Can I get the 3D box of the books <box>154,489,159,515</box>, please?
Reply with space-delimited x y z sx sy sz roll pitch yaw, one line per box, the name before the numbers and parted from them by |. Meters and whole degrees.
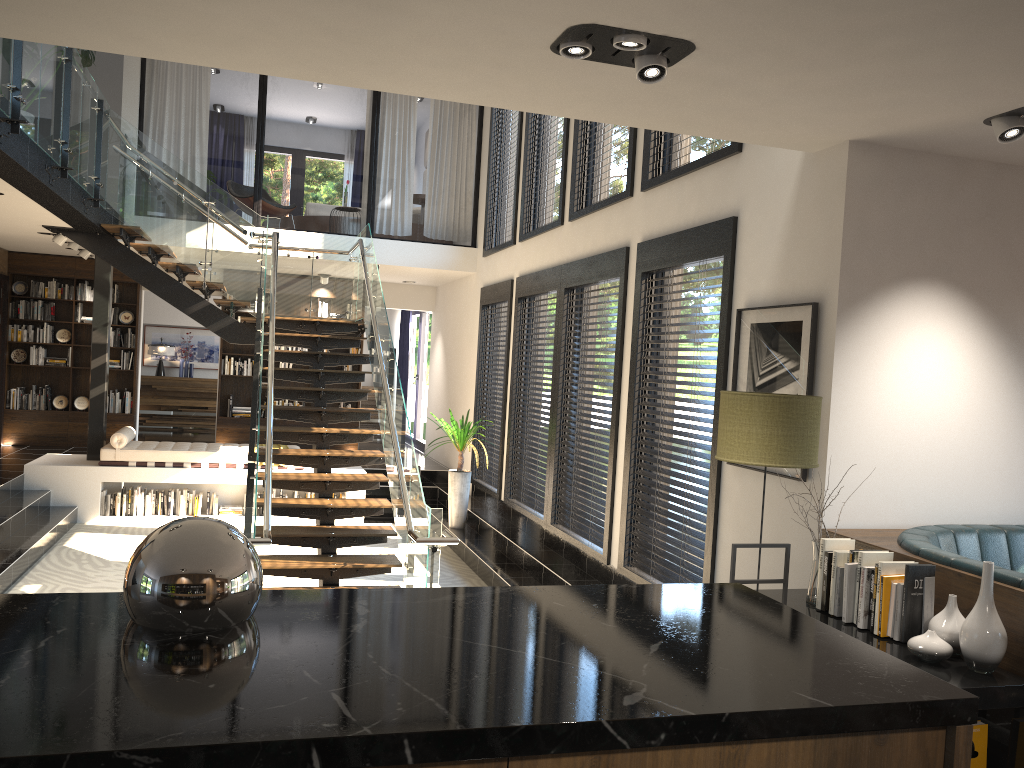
books | -4.187 1.388 10.452 0.025 0.285 0.137 3 2 -16

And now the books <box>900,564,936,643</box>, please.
books | 1.605 0.868 3.512 0.131 0.307 0.022 3 2 -16

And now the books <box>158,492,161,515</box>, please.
books | -4.135 1.403 10.435 0.019 0.261 0.182 3 2 -16

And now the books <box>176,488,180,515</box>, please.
books | -3.958 1.388 10.497 0.023 0.308 0.126 3 2 -16

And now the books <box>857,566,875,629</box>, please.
books | 1.533 0.886 3.689 0.194 0.255 0.034 3 2 -16

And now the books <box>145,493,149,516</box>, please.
books | -4.254 1.408 10.349 0.029 0.240 0.165 3 2 -16

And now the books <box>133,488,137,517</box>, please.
books | -4.364 1.368 10.287 0.028 0.309 0.211 3 2 -16

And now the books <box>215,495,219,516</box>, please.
books | -3.538 1.455 10.621 0.030 0.218 0.185 3 2 -16

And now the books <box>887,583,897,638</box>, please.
books | 1.580 0.908 3.558 0.145 0.221 0.026 3 2 -16

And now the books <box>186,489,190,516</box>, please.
books | -3.839 1.402 10.516 0.023 0.293 0.157 3 2 -16

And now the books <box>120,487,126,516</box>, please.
books | -4.509 1.358 10.280 0.029 0.314 0.163 3 2 -16

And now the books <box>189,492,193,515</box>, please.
books | -3.817 1.424 10.540 0.034 0.252 0.151 3 2 -16

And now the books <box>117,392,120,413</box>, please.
books | -5.690 0.266 12.833 0.011 0.300 0.153 3 2 -16

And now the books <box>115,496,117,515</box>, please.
books | -4.569 1.399 10.268 0.020 0.225 0.156 3 2 -16

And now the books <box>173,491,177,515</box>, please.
books | -3.984 1.406 10.492 0.029 0.271 0.128 3 2 -16

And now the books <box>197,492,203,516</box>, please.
books | -3.708 1.427 10.545 0.050 0.258 0.215 3 2 -16

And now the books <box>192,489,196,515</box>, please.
books | -3.786 1.404 10.559 0.036 0.294 0.128 3 2 -16

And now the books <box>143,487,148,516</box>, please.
books | -4.277 1.370 10.343 0.021 0.313 0.139 3 2 -16

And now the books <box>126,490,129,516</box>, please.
books | -4.456 1.378 10.293 0.028 0.279 0.120 3 2 -16

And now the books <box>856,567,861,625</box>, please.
books | 1.518 0.889 3.714 0.149 0.246 0.023 3 2 -16

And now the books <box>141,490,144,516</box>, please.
books | -4.297 1.384 10.328 0.025 0.283 0.149 3 2 -16

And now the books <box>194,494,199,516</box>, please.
books | -3.744 1.438 10.527 0.028 0.233 0.205 3 2 -16

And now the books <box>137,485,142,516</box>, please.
books | -4.332 1.355 10.317 0.051 0.338 0.187 3 2 -16

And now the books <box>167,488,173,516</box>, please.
books | -4.029 1.390 10.446 0.033 0.300 0.195 3 2 -16

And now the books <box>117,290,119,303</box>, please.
books | -5.686 -1.260 12.798 0.022 0.195 0.135 3 2 -16

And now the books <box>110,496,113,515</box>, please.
books | -4.622 1.403 10.256 0.029 0.211 0.130 3 2 -16

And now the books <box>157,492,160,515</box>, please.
books | -4.161 1.402 10.445 0.023 0.260 0.133 3 2 -16

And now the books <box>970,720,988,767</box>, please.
books | 1.611 1.342 3.203 0.231 0.232 0.037 3 2 -16

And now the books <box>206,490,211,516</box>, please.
books | -3.630 1.417 10.602 0.030 0.284 0.176 3 2 -16

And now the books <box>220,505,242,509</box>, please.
books | -3.386 1.486 10.685 0.249 0.026 0.148 3 1 -19

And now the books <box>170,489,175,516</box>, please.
books | -4.005 1.394 10.467 0.025 0.293 0.205 3 2 -16

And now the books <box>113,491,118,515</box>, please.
books | -4.593 1.382 10.267 0.030 0.256 0.145 3 2 -16

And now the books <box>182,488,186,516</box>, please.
books | -3.882 1.394 10.504 0.026 0.305 0.187 3 2 -16

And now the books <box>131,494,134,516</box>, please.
books | -4.400 1.402 10.305 0.029 0.237 0.146 3 2 -16

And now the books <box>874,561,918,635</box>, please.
books | 1.560 0.870 3.606 0.177 0.294 0.025 3 2 -16

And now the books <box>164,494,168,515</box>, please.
books | -4.077 1.419 10.457 0.050 0.234 0.149 3 2 -16

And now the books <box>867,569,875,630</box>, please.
books | 1.544 0.890 3.659 0.142 0.250 0.029 3 2 -16

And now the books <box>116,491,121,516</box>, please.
books | -4.533 1.377 10.246 0.035 0.273 0.200 3 2 -16

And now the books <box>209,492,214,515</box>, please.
books | -3.600 1.435 10.629 0.045 0.252 0.142 3 2 -16

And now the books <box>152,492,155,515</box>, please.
books | -4.213 1.406 10.447 0.026 0.247 0.149 3 2 -16

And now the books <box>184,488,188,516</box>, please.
books | -3.858 1.395 10.506 0.020 0.305 0.172 3 2 -16

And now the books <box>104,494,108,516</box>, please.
books | -4.665 1.392 10.212 0.024 0.229 0.171 3 2 -16

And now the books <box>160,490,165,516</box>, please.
books | -4.110 1.394 10.433 0.028 0.283 0.172 3 2 -16

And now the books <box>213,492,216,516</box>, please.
books | -3.561 1.434 10.613 0.020 0.257 0.154 3 2 -16

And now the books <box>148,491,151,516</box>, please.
books | -4.233 1.393 10.369 0.021 0.271 0.148 3 2 -16

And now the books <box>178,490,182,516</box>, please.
books | -3.934 1.400 10.496 0.025 0.287 0.169 3 2 -16

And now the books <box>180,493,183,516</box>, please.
books | -3.904 1.423 10.482 0.027 0.246 0.193 3 2 -16

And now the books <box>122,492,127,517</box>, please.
books | -4.474 1.390 10.254 0.027 0.254 0.204 3 2 -16

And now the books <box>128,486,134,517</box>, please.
books | -4.419 1.359 10.273 0.030 0.322 0.202 3 2 -16

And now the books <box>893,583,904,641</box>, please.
books | 1.587 0.906 3.533 0.129 0.227 0.026 3 2 -16

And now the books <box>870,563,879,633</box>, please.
books | 1.546 0.876 3.630 0.154 0.280 0.028 3 2 -16

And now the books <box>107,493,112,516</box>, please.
books | -4.641 1.388 10.222 0.027 0.241 0.149 3 2 -16

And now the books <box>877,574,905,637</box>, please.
books | 1.554 0.892 3.578 0.162 0.250 0.028 3 2 -16

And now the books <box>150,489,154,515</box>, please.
books | -4.219 1.381 10.396 0.020 0.296 0.102 3 2 -16
